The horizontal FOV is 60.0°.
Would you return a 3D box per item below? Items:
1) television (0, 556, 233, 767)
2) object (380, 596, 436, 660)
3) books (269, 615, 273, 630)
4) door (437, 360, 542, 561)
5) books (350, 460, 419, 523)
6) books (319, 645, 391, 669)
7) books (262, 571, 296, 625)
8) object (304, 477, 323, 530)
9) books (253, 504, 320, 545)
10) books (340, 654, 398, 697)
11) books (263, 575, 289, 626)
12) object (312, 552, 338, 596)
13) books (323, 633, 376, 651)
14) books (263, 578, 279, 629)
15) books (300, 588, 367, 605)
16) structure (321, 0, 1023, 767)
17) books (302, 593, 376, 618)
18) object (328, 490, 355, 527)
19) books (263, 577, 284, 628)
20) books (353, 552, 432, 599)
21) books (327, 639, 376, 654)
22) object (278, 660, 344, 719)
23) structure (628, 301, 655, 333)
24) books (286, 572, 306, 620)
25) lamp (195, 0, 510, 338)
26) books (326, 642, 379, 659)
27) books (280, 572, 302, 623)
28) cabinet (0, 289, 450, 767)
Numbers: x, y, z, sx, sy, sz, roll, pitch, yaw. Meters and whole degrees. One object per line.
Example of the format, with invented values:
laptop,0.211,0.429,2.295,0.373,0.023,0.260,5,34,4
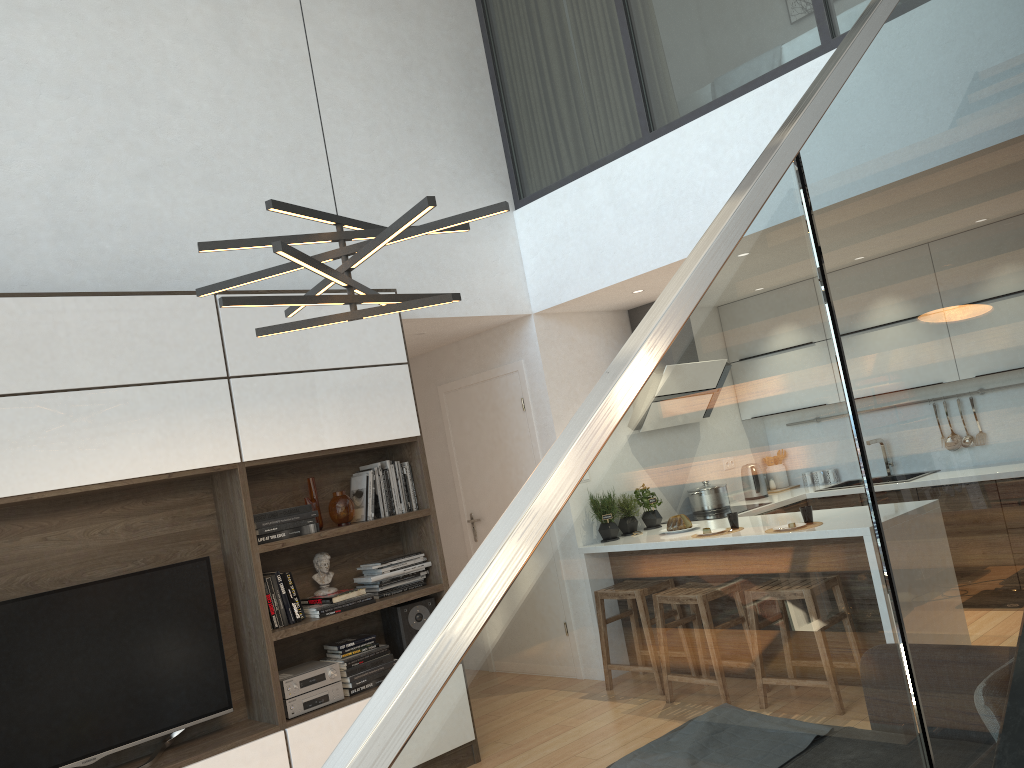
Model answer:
television,-1.757,1.210,3.577,1.220,0.779,0.229,-6,-7,-42
object,-0.513,1.292,4.592,0.214,0.331,0.244,-8,-6,-32
books,-1.197,1.012,4.115,0.053,0.268,0.202,-6,-7,-42
door,-0.046,0.973,6.217,0.085,2.136,0.974,-6,-7,-42
books,-0.704,0.557,4.667,0.332,0.287,0.201,-6,-7,-42
books,-0.777,1.347,4.383,0.224,0.042,0.277,-15,-7,43
books,-1.112,1.009,4.181,0.066,0.255,0.193,-6,-7,-43
object,-1.002,0.602,4.432,0.082,0.265,0.081,-9,-5,-21
books,-1.138,0.676,4.236,0.277,0.137,0.343,-15,-7,43
books,-0.745,1.424,4.365,0.248,0.123,0.307,-15,-7,43
books,-1.125,1.014,4.153,0.050,0.242,0.169,-6,-7,-43
object,-0.943,0.941,4.412,0.117,0.207,0.116,-11,-5,-2
books,-0.807,1.282,4.406,0.213,0.023,0.161,-7,-6,-39
books,-1.168,1.024,4.132,0.053,0.240,0.189,-6,-7,-42
books,-0.878,1.045,4.360,0.266,0.030,0.209,-15,-6,41
structure,2.058,-0.259,1.721,5.660,3.460,1.289,-6,-7,-42
books,-0.859,1.079,4.330,0.310,0.047,0.250,-7,-6,-37
object,-0.853,0.623,4.441,0.130,0.171,0.130,-10,-5,-3
books,-1.146,1.021,4.143,0.049,0.236,0.170,-6,-7,-42
books,-0.627,0.993,4.598,0.374,0.176,0.224,-6,-7,-43
books,-0.795,1.299,4.392,0.198,0.015,0.142,-6,-7,-44
object,-0.980,1.421,4.134,0.285,0.174,0.270,-6,-7,-42
structure,1.157,-0.203,6.403,0.898,0.998,0.407,-6,-7,-42
books,-1.079,1.018,4.241,0.077,0.233,0.179,-6,-7,-42
lamp,-0.813,-1.981,2.862,0.831,3.645,1.200,-8,-6,-32
books,-0.789,1.317,4.389,0.213,0.023,0.161,-7,-6,-39
books,-1.084,1.011,4.195,0.066,0.242,0.177,-6,-7,-42
cabinet,-1.976,0.901,3.402,4.036,2.494,0.338,-6,-7,-42
